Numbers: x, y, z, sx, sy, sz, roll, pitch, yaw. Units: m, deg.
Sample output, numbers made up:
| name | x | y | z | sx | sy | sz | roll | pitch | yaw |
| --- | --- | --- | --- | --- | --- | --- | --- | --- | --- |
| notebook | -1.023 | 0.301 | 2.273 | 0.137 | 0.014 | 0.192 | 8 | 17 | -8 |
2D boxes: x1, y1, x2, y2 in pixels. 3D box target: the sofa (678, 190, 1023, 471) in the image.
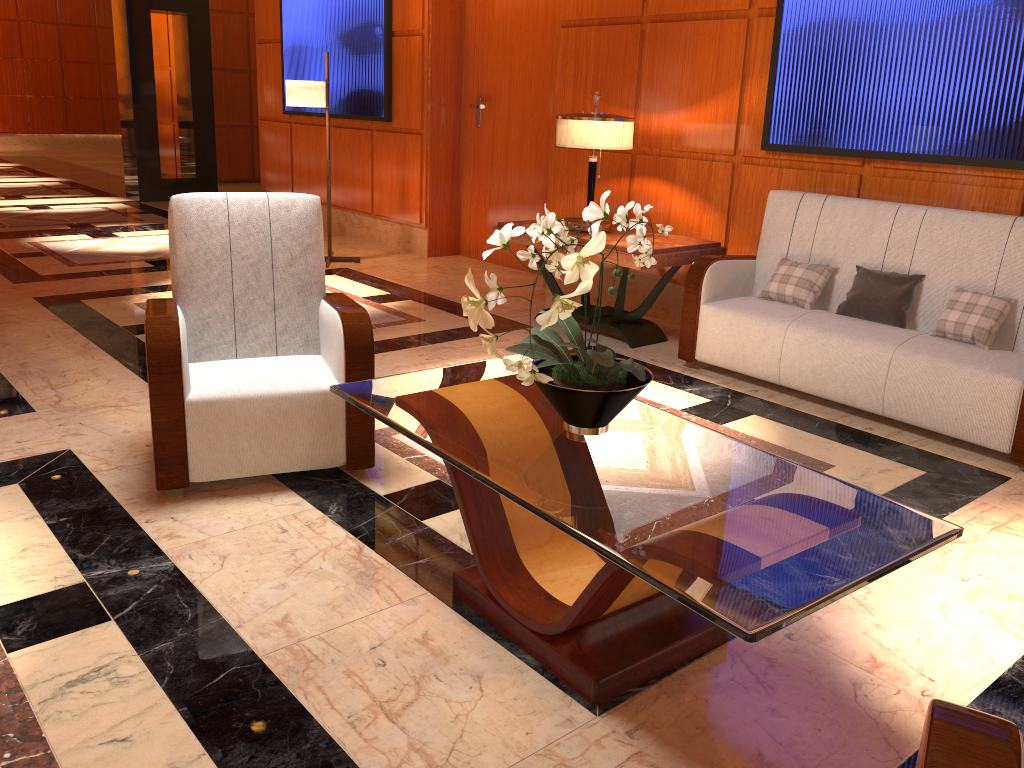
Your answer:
| name | x | y | z | sx | sy | sz | roll | pitch | yaw |
| --- | --- | --- | --- | --- | --- | --- | --- | --- | --- |
| sofa | 1.705 | -0.365 | 4.167 | 0.615 | 0.923 | 1.811 | -11 | 21 | -38 |

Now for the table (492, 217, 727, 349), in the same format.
| name | x | y | z | sx | sy | sz | roll | pitch | yaw |
| --- | --- | --- | --- | --- | --- | --- | --- | --- | --- |
| table | 0.545 | -0.628 | 5.418 | 0.728 | 0.600 | 1.279 | -11 | 22 | -38 |

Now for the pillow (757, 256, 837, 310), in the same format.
| name | x | y | z | sx | sy | sz | roll | pitch | yaw |
| --- | --- | --- | --- | --- | --- | --- | --- | --- | --- |
| pillow | 1.445 | -0.517 | 4.516 | 0.195 | 0.224 | 0.347 | -9 | 20 | -34 |

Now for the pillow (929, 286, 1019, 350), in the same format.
| name | x | y | z | sx | sy | sz | roll | pitch | yaw |
| --- | --- | --- | --- | --- | --- | --- | --- | --- | --- |
| pillow | 2.008 | -0.284 | 3.870 | 0.203 | 0.227 | 0.275 | -10 | 21 | -36 |

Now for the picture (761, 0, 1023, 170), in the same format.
| name | x | y | z | sx | sy | sz | roll | pitch | yaw |
| --- | --- | --- | --- | --- | --- | --- | --- | --- | --- |
| picture | 2.084 | -1.749 | 4.057 | 0.057 | 1.437 | 2.010 | -11 | 21 | -39 |

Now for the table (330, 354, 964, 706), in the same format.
| name | x | y | z | sx | sy | sz | roll | pitch | yaw |
| --- | --- | --- | --- | --- | --- | --- | --- | --- | --- |
| table | 0.200 | 0.392 | 2.331 | 0.724 | 0.491 | 1.571 | -10 | 21 | -36 |

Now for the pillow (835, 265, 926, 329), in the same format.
| name | x | y | z | sx | sy | sz | roll | pitch | yaw |
| --- | --- | --- | --- | --- | --- | --- | --- | --- | --- |
| pillow | 1.747 | -0.418 | 4.215 | 0.161 | 0.250 | 0.360 | -13 | 22 | -42 |

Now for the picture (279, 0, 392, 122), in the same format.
| name | x | y | z | sx | sy | sz | roll | pitch | yaw |
| --- | --- | --- | --- | --- | --- | --- | --- | --- | --- |
| picture | -1.697 | -3.252 | 8.333 | 0.057 | 1.437 | 2.010 | -11 | 21 | -39 |

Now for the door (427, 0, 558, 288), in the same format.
| name | x | y | z | sx | sy | sz | roll | pitch | yaw |
| --- | --- | --- | --- | --- | --- | --- | --- | --- | --- |
| door | -0.068 | -2.207 | 6.980 | 0.342 | 2.624 | 1.548 | -11 | 21 | -39 |

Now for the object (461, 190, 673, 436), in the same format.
| name | x | y | z | sx | sy | sz | roll | pitch | yaw |
| --- | --- | --- | --- | --- | --- | --- | --- | --- | --- |
| object | 0.189 | -0.178 | 2.306 | 0.418 | 0.611 | 0.794 | 10 | 18 | 25 |

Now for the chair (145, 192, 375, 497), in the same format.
| name | x | y | z | sx | sy | sz | roll | pitch | yaw |
| --- | --- | --- | --- | --- | --- | --- | --- | --- | --- |
| chair | -0.926 | -0.186 | 3.213 | 0.738 | 0.951 | 0.634 | -4 | 17 | -21 |

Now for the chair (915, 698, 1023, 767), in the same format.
| name | x | y | z | sx | sy | sz | roll | pitch | yaw |
| --- | --- | --- | --- | --- | --- | --- | --- | --- | --- |
| chair | 0.770 | 0.629 | 0.850 | 0.740 | 0.951 | 0.633 | 11 | 18 | 27 |

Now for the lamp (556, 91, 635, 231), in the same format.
| name | x | y | z | sx | sy | sz | roll | pitch | yaw |
| --- | --- | --- | --- | --- | --- | --- | --- | --- | --- |
| lamp | 0.477 | -1.315 | 5.234 | 0.459 | 0.785 | 0.463 | 5 | 16 | 11 |

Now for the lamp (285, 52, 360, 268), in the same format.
| name | x | y | z | sx | sy | sz | roll | pitch | yaw |
| --- | --- | --- | --- | --- | --- | --- | --- | --- | --- |
| lamp | -1.530 | -1.780 | 7.064 | 0.361 | 1.644 | 0.529 | 15 | 20 | 37 |
